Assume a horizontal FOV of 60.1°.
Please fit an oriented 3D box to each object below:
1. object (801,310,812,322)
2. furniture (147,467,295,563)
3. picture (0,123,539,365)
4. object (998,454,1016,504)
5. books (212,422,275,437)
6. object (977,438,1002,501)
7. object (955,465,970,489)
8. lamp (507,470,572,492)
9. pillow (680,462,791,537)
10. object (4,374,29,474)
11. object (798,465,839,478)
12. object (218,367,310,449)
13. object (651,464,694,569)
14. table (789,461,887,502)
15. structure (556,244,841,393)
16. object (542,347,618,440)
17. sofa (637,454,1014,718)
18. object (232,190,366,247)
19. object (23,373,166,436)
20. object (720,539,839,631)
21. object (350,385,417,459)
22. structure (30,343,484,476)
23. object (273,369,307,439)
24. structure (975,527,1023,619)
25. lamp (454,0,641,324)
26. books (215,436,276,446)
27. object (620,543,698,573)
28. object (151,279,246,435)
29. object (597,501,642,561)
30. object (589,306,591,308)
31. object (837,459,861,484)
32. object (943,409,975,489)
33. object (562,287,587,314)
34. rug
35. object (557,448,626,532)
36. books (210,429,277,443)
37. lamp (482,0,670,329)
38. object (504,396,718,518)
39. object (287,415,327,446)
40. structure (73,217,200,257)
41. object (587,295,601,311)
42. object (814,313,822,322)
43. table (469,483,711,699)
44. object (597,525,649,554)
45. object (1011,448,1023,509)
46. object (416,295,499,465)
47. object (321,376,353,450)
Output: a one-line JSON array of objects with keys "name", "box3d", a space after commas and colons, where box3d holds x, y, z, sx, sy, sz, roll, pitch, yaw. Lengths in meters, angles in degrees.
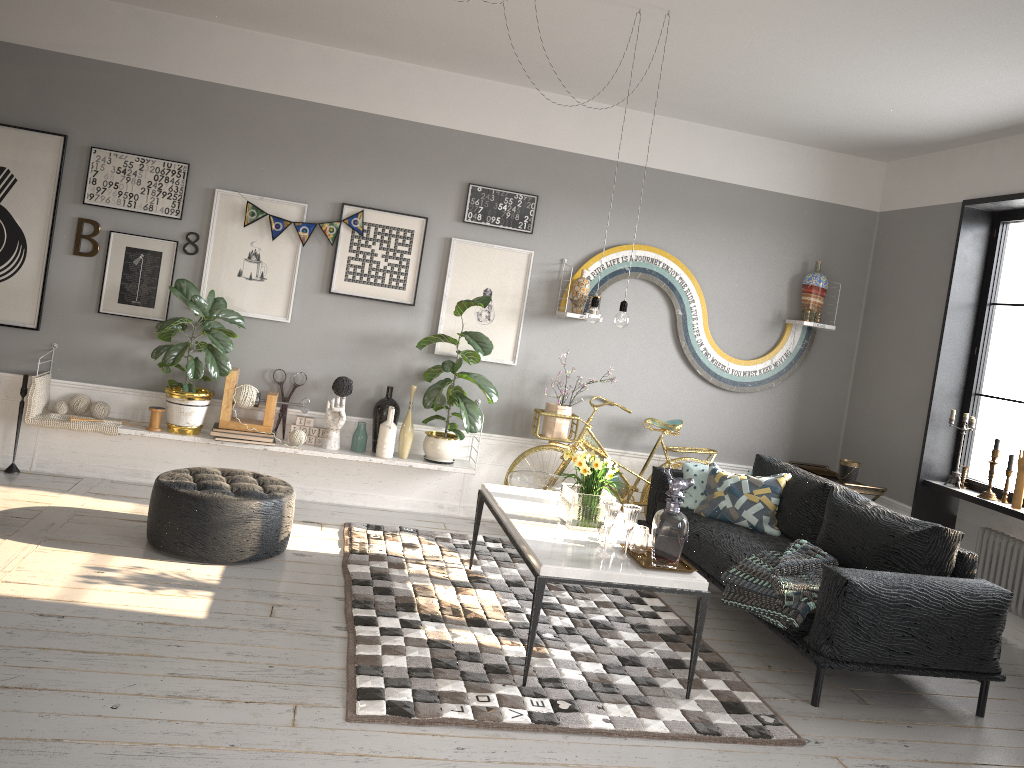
[{"name": "object", "box3d": [2.124, -0.490, 6.379, 0.060, 0.079, 0.060, 8, 3, -23]}, {"name": "furniture", "box3d": [-1.536, 0.679, 4.699, 0.733, 0.356, 0.740, 7, 5, -25]}, {"name": "picture", "box3d": [-3.027, -0.910, 3.453, 7.277, 1.791, 4.060, 8, 4, -12]}, {"name": "object", "box3d": [2.936, 0.555, 5.235, 0.076, 0.300, 0.075, 9, 1, 19]}, {"name": "books", "box3d": [-1.716, 0.294, 5.672, 0.378, 0.017, 0.230, 8, 5, -15]}, {"name": "object", "box3d": [2.879, 0.503, 5.293, 0.123, 0.375, 0.123, 9, 1, -7]}, {"name": "object", "box3d": [2.875, 0.586, 5.630, 0.084, 0.151, 0.085, 9, 2, -8]}, {"name": "lamp", "box3d": [0.160, 0.802, 5.834, 0.434, 0.437, 0.432, 10, 3, 19]}, {"name": "pillow", "box3d": [1.388, 0.670, 5.514, 0.441, 0.361, 0.804, 7, 5, -30]}, {"name": "object", "box3d": [-3.132, 0.189, 5.445, 0.278, 0.700, 0.092, 8, 1, -19]}, {"name": "object", "box3d": [2.252, 0.640, 6.397, 0.246, 0.015, 0.320, 8, 5, -12]}, {"name": "object", "box3d": [-1.573, 0.154, 5.688, 0.544, 0.439, 0.239, 8, 2, -12]}, {"name": "object", "box3d": [0.678, 0.560, 3.738, 0.156, 0.416, 0.148, 9, 2, 7]}, {"name": "table", "box3d": [2.233, 0.969, 6.253, 0.338, 0.678, 0.746, 8, 3, -12]}, {"name": "structure", "box3d": [1.321, -0.457, 6.283, 2.018, 0.954, 0.268, 8, 1, -12]}, {"name": "object", "box3d": [0.461, 0.080, 6.046, 0.488, 0.640, 0.254, 9, 2, 6]}, {"name": "sofa", "box3d": [1.534, 0.925, 4.920, 0.968, 0.796, 2.353, 8, 5, -13]}, {"name": "object", "box3d": [-1.390, -1.073, 5.817, 0.912, 0.339, 0.057, 8, 1, -12]}, {"name": "object", "box3d": [-2.554, 0.141, 5.494, 0.783, 0.306, 0.330, 8, 3, -11]}, {"name": "object", "box3d": [1.367, 0.980, 4.268, 0.489, 0.328, 0.670, 8, 4, -17]}, {"name": "object", "box3d": [-0.835, 0.227, 5.842, 0.333, 0.487, 0.284, 11, 3, 38]}, {"name": "structure", "box3d": [-1.565, 0.181, 5.721, 2.770, 0.486, 0.309, 8, 2, -12]}, {"name": "object", "box3d": [-1.497, 0.139, 5.853, 0.221, 0.463, 0.019, 8, 1, -12]}, {"name": "structure", "box3d": [3.016, 1.163, 4.905, 0.148, 0.427, 1.230, 8, 4, -14]}, {"name": "lamp", "box3d": [0.023, -1.085, 3.828, 1.390, 1.533, 0.075, 6, 3, -43]}, {"name": "books", "box3d": [-1.708, 0.342, 5.671, 0.367, 0.021, 0.298, 7, 5, -17]}, {"name": "object", "box3d": [0.624, 0.749, 3.802, 0.246, 0.015, 0.320, 8, 5, -12]}, {"name": "object", "box3d": [-1.981, -0.164, 5.528, 0.508, 0.962, 0.549, 8, 2, -27]}, {"name": "object", "box3d": [0.450, 0.622, 3.748, 0.167, 0.226, 0.082, 9, 2, 0]}, {"name": "object", "box3d": [0.563, -0.512, 6.143, 0.062, 0.081, 0.063, 7, 3, -36]}, {"name": "object", "box3d": [2.295, 0.607, 6.041, 0.142, 0.160, 0.138, 10, 3, 26]}, {"name": "object", "box3d": [2.823, 0.409, 5.610, 0.145, 0.489, 0.162, 9, 2, 24]}, {"name": "object", "box3d": [0.422, -0.562, 6.017, 0.198, 0.165, 0.060, 10, 2, 22]}, {"name": "rug", "box3d": [0.046, 1.115, 4.439, 1.766, 0.034, 2.540, 8, 5, -12]}, {"name": "object", "box3d": [0.371, 0.503, 4.236, 0.324, 0.350, 0.353, 8, 3, -10]}, {"name": "books", "box3d": [-1.714, 0.317, 5.663, 0.383, 0.029, 0.261, 8, 5, -11]}, {"name": "lamp", "box3d": [0.156, -1.061, 3.794, 1.390, 1.533, 0.075, 6, 3, -43]}, {"name": "object", "box3d": [0.772, 0.603, 6.158, 1.621, 0.968, 0.429, 7, 2, -20]}, {"name": "object", "box3d": [-1.337, 0.308, 5.856, 0.264, 0.173, 0.078, 8, 2, -6]}, {"name": "structure", "box3d": [-2.389, -0.894, 5.653, 0.737, 0.262, 0.024, 8, 1, -12]}, {"name": "object", "box3d": [0.560, -0.533, 6.061, 0.085, 0.139, 0.086, 8, 2, -19]}, {"name": "object", "box3d": [2.196, -0.477, 6.360, 0.050, 0.058, 0.050, 8, 3, -22]}, {"name": "table", "box3d": [0.279, 0.925, 4.245, 0.730, 0.509, 1.463, 8, 5, -12]}, {"name": "object", "box3d": [0.547, 0.697, 3.904, 0.278, 0.087, 0.248, 6, 5, -34]}, {"name": "object", "box3d": [2.988, 0.551, 4.792, 0.134, 0.409, 0.665, 9, 4, -11]}, {"name": "object", "box3d": [-0.369, -0.039, 5.888, 0.569, 1.148, 0.414, 10, 2, 28]}, {"name": "object", "box3d": [-1.143, 0.187, 5.793, 0.154, 0.482, 0.137, 9, 1, -12]}]
